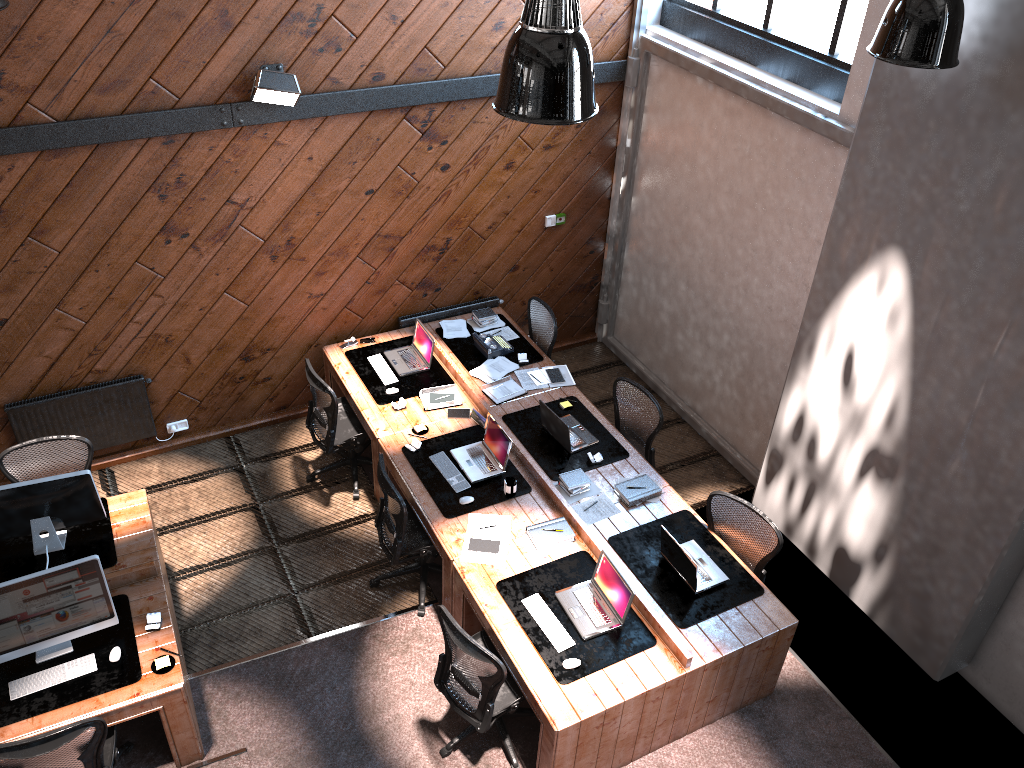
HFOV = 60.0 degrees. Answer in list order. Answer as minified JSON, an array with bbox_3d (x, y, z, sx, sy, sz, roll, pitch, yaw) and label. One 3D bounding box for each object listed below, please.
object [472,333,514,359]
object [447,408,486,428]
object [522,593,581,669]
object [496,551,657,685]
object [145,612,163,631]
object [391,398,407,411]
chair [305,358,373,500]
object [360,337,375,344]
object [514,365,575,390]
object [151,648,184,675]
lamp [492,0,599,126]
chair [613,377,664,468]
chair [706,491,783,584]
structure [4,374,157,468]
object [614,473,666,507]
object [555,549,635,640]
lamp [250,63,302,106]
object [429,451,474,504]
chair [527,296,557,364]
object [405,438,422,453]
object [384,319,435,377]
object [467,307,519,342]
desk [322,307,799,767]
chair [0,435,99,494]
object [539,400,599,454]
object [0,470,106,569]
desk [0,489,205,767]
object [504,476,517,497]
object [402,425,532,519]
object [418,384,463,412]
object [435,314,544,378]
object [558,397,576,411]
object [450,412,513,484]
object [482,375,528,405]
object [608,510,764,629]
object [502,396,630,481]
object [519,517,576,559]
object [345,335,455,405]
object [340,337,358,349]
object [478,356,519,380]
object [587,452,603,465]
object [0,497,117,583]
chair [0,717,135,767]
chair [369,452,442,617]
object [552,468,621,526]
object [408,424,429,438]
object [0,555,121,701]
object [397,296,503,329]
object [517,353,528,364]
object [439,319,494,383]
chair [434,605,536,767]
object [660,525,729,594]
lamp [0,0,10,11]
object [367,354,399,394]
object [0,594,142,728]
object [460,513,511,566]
[{"bbox_3d":[-0.162,-0.363,7.754,0.290,0.116,0.322,-16,40,-25],"label":"object"},{"bbox_3d":[-0.338,0.242,6.958,0.347,0.083,0.129,15,37,16],"label":"object"},{"bbox_3d":[0.247,1.478,5.331,0.139,0.040,0.577,-15,40,-23],"label":"object"},{"bbox_3d":[0.383,1.409,5.467,0.687,0.008,0.848,-15,40,-24],"label":"object"},{"bbox_3d":[-2.116,1.405,5.230,0.082,0.063,0.106,-4,36,-10],"label":"object"},{"bbox_3d":[-0.900,0.160,7.047,0.106,0.063,0.082,-17,40,-25],"label":"object"},{"bbox_3d":[-1.360,0.262,7.278,0.770,1.085,0.792,29,43,31],"label":"chair"},{"bbox_3d":[-1.267,-0.382,7.785,0.134,0.042,0.022,-5,37,-12],"label":"object"},{"bbox_3d":[0.277,-0.062,7.475,0.467,0.017,0.304,-6,37,-13],"label":"object"},{"bbox_3d":[-1.977,1.576,5.035,0.158,0.026,0.154,14,37,14],"label":"object"},{"bbox_3d":[0.195,-2.124,3.035,0.445,2.372,0.445,14,37,15],"label":"lamp"},{"bbox_3d":[0.806,0.563,7.029,0.770,1.085,0.792,29,43,31],"label":"chair"},{"bbox_3d":[1.390,1.342,5.997,0.770,1.085,0.792,22,40,24],"label":"chair"},{"bbox_3d":[-3.404,0.302,7.122,1.064,0.628,0.073,-15,40,-23],"label":"structure"},{"bbox_3d":[0.917,0.739,6.385,0.363,0.065,0.325,-8,37,-15],"label":"object"},{"bbox_3d":[0.497,1.279,5.410,0.323,0.283,0.390,-13,39,-21],"label":"object"},{"bbox_3d":[-1.693,-2.096,6.300,0.328,0.287,0.283,-15,40,-24],"label":"lamp"},{"bbox_3d":[-0.422,0.671,6.396,0.139,0.040,0.577,-15,40,-24],"label":"object"},{"bbox_3d":[0.077,-0.177,7.997,0.792,1.085,0.770,-23,43,-32],"label":"chair"},{"bbox_3d":[-0.739,0.461,6.631,0.082,0.063,0.106,32,45,34],"label":"object"},{"bbox_3d":[-0.874,-0.312,7.504,0.323,0.283,0.390,-15,40,-23],"label":"object"},{"bbox_3d":[-0.181,-0.541,8.020,0.319,0.098,0.478,-16,40,-25],"label":"object"},{"bbox_3d":[0.052,0.839,6.799,1.748,0.840,4.117,-15,40,-23],"label":"desk"},{"bbox_3d":[-3.114,0.942,6.200,0.770,1.085,0.792,-23,43,-32],"label":"chair"},{"bbox_3d":[0.439,0.285,6.781,0.323,0.283,0.390,-19,41,-27],"label":"object"},{"bbox_3d":[-2.963,0.797,5.591,0.811,0.578,0.663,19,39,21],"label":"object"},{"bbox_3d":[-4.067,1.909,4.997,4.117,0.840,1.748,-13,39,-22],"label":"desk"},{"bbox_3d":[-0.014,0.724,6.282,0.078,0.138,0.099,-7,37,-14],"label":"object"},{"bbox_3d":[-0.343,0.621,6.501,0.687,0.008,0.848,-15,40,-24],"label":"object"},{"bbox_3d":[-0.579,0.109,7.148,0.316,0.060,0.229,-10,38,-17],"label":"object"},{"bbox_3d":[-0.209,-0.353,7.858,0.687,0.008,0.848,-15,40,-24],"label":"object"},{"bbox_3d":[0.438,0.164,7.168,0.158,0.026,0.154,14,37,14],"label":"object"},{"bbox_3d":[-0.229,0.457,6.443,0.320,0.288,0.380,-15,40,-23],"label":"object"},{"bbox_3d":[-0.058,0.045,7.276,0.316,0.060,0.229,-20,42,-29],"label":"object"},{"bbox_3d":[1.131,1.189,5.829,0.687,0.008,0.848,-15,40,-24],"label":"object"},{"bbox_3d":[0.405,0.401,6.863,0.687,0.008,0.848,-15,40,-24],"label":"object"},{"bbox_3d":[0.241,1.022,5.941,0.363,0.065,0.325,-5,37,-11],"label":"object"},{"bbox_3d":[-0.957,-0.133,7.496,0.687,0.008,0.848,-15,40,-24],"label":"object"},{"bbox_3d":[-1.424,-0.366,7.733,0.159,0.064,0.054,-20,42,-29],"label":"object"},{"bbox_3d":[-0.113,-0.137,7.541,0.246,0.002,0.315,30,44,32],"label":"object"},{"bbox_3d":[0.621,0.548,6.619,0.106,0.063,0.082,-7,37,-14],"label":"object"},{"bbox_3d":[-3.022,1.053,5.695,0.848,0.008,0.687,-14,39,-22],"label":"object"},{"bbox_3d":[-2.444,2.014,4.770,0.770,1.085,0.792,-23,43,-32],"label":"chair"},{"bbox_3d":[-0.660,0.970,6.353,0.792,1.085,0.770,-23,43,-32],"label":"chair"},{"bbox_3d":[0.519,0.774,6.277,0.319,0.098,0.478,-16,40,-25],"label":"object"},{"bbox_3d":[-0.707,0.350,6.829,0.158,0.026,0.154,11,36,10],"label":"object"},{"bbox_3d":[-2.626,1.276,4.950,0.714,0.573,0.610,-16,40,-24],"label":"object"},{"bbox_3d":[-0.568,-0.456,8.390,1.064,0.628,0.073,-15,40,-23],"label":"object"},{"bbox_3d":[0.095,-0.217,7.632,0.082,0.063,0.106,-4,36,-10],"label":"object"},{"bbox_3d":[-0.364,-0.307,7.765,0.356,0.002,1.058,-16,40,-25],"label":"object"},{"bbox_3d":[-0.128,1.708,5.373,0.770,1.085,0.792,22,40,24],"label":"chair"},{"bbox_3d":[1.174,1.083,5.687,0.320,0.288,0.380,-15,40,-23],"label":"object"},{"bbox_3d":[-2.763,-2.890,3.844,0.445,2.372,0.445,-7,37,-14],"label":"lamp"},{"bbox_3d":[-1.060,-0.088,7.396,0.139,0.040,0.577,-13,39,-21],"label":"object"},{"bbox_3d":[-2.587,1.559,5.028,0.848,0.008,0.687,-14,39,-22],"label":"object"},{"bbox_3d":[-0.167,1.026,5.941,0.304,0.017,0.467,5,36,3],"label":"object"}]
